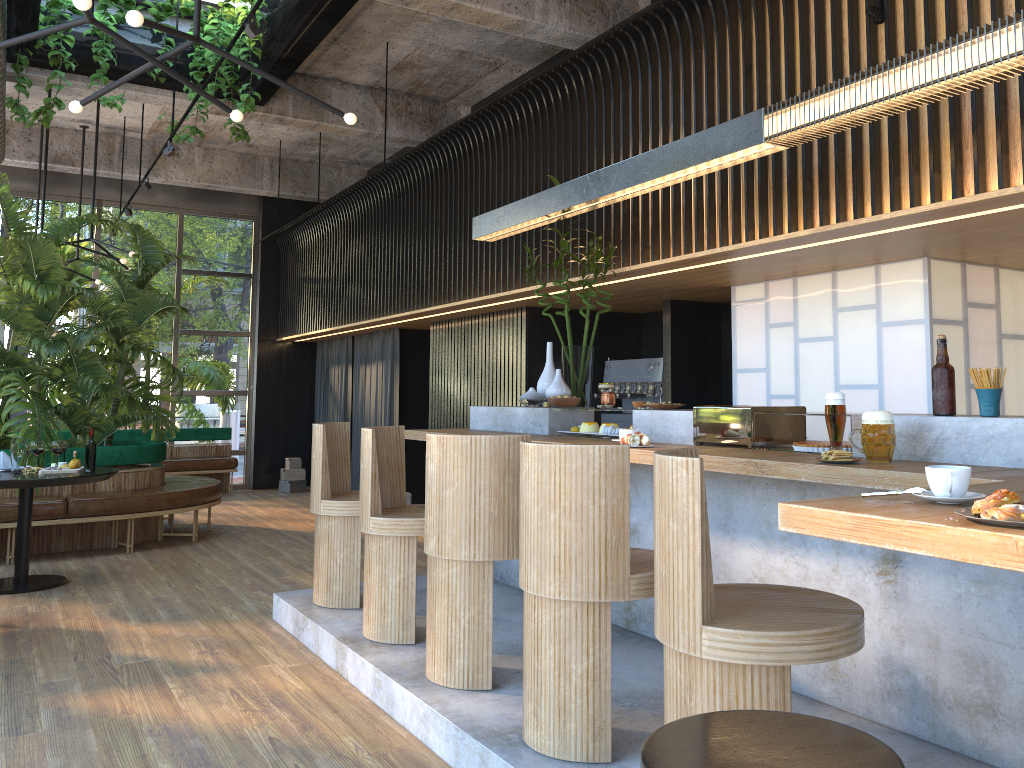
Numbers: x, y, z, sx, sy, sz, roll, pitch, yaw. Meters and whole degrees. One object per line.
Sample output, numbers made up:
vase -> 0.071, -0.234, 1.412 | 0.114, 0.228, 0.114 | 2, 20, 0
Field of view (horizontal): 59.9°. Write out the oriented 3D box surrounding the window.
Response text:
window -> -0.663, -1.944, 2.952 | 4.322, 6.529, 19.413 | 2, -2, -30

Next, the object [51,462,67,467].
object -> -3.144, 0.569, 6.246 | 0.201, 0.038, 0.061 | 0, -2, 2

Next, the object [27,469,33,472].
object -> -3.305, 0.596, 6.089 | 0.034, 0.019, 0.036 | 1, -2, -18

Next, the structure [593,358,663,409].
structure -> 1.091, 0.563, 7.454 | 0.572, 1.603, 0.800 | 3, -5, -30

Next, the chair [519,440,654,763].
chair -> 0.298, 0.679, 3.006 | 0.532, 0.974, 0.560 | -1, -4, 19

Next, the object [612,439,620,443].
object -> 0.535, 0.263, 4.042 | 0.167, 0.020, 0.153 | 0, -1, -34

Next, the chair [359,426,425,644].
chair -> -0.459, 0.697, 4.296 | 0.523, 0.974, 0.569 | -3, -5, 34

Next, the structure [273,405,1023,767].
structure -> 2.847, 0.453, 3.936 | 6.094, 1.738, 6.798 | 1, -1, -31

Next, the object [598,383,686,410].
object -> 0.600, 0.060, 4.594 | 0.219, 0.135, 0.770 | 1, -1, -23

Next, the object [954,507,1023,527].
object -> 0.889, 0.234, 1.555 | 0.205, 0.013, 0.206 | 0, -1, 5

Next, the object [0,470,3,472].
object -> -3.538, 0.539, 5.928 | 0.221, 0.139, 0.243 | -2, -3, 43

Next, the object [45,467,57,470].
object -> -3.162, 0.579, 6.120 | 0.106, 0.013, 0.212 | 0, -1, -25

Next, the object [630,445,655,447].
object -> 0.531, 0.267, 3.825 | 0.172, 0.005, 0.161 | 0, -1, -19

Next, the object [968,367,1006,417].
object -> 1.545, 0.025, 2.879 | 0.108, 0.162, 0.102 | 0, -4, 4

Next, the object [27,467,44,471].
object -> -3.317, 0.592, 6.185 | 0.102, 0.028, 0.123 | 0, -1, -16

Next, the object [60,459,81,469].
object -> -3.069, 0.554, 6.179 | 0.163, 0.065, 0.098 | -1, -2, 29

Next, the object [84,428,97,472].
object -> -2.911, 0.455, 6.136 | 0.070, 0.301, 0.066 | 2, -5, -14

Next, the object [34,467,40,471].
object -> -3.282, 0.590, 6.135 | 0.034, 0.032, 0.036 | 2, -3, -33

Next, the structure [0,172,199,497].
structure -> -4.256, -0.279, 8.144 | 2.542, 3.455, 2.536 | -3, -5, 44

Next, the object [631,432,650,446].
object -> 0.542, 0.238, 3.839 | 0.126, 0.060, 0.072 | -1, -3, 28

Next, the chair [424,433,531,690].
chair -> -0.087, 0.689, 3.683 | 0.555, 0.974, 0.536 | 1, -4, -7

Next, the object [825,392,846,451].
object -> 1.153, 0.144, 3.160 | 0.074, 0.233, 0.074 | 0, -5, 2

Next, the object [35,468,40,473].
object -> -3.240, 0.589, 6.059 | 0.033, 0.031, 0.038 | 0, -3, -5

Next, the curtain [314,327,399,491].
curtain -> -2.012, 0.381, 11.093 | 0.127, 2.070, 3.122 | 3, -3, -30

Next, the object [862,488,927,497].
object -> 0.809, 0.231, 1.882 | 0.130, 0.027, 0.030 | -1, -3, 36

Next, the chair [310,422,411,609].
chair -> -0.843, 0.706, 4.968 | 0.565, 0.974, 0.526 | 2, -4, -21

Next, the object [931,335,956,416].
object -> 1.469, -0.031, 3.025 | 0.074, 0.278, 0.075 | 0, -5, 5

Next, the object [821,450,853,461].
object -> 1.068, 0.236, 2.906 | 0.096, 0.041, 0.141 | 0, -1, 4

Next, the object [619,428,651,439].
object -> 0.554, 0.235, 4.054 | 0.106, 0.064, 0.138 | -2, -2, 39

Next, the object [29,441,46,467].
object -> -3.375, 0.507, 6.304 | 0.107, 0.202, 0.097 | 4, -6, -42

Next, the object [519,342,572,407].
object -> 0.227, -0.059, 5.347 | 0.311, 0.399, 0.323 | -1, -4, 18

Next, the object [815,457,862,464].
object -> 1.066, 0.251, 2.902 | 0.144, 0.013, 0.155 | -1, -1, 31

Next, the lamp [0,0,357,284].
lamp -> 0.390, -2.213, 3.905 | 5.310, 1.832, 18.027 | 1, -1, -30

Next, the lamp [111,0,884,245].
lamp -> -2.541, -2.330, 6.927 | 3.951, 1.538, 9.573 | 1, -1, -33

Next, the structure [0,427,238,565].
structure -> 0.301, 0.543, 3.346 | 6.295, 1.556, 19.182 | 1, -1, -30

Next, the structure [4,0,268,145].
structure -> -2.976, -2.723, 7.511 | 2.185, 1.525, 1.397 | 0, -3, -2

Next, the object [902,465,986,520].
object -> 0.862, 0.206, 1.693 | 0.181, 0.073, 0.417 | 0, -1, 6

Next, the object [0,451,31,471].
object -> -3.540, 0.544, 6.291 | 0.221, 0.139, 0.243 | -2, -3, 43

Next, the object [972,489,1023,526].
object -> 0.896, 0.215, 1.553 | 0.160, 0.053, 0.156 | 0, -1, 14

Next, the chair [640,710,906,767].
chair -> 0.409, 0.941, 1.387 | 0.537, 0.700, 0.489 | 3, -4, -35

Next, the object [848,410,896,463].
object -> 1.203, 0.172, 2.943 | 0.116, 0.172, 0.131 | 3, -5, -37

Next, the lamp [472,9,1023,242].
lamp -> 2.455, -2.067, 4.079 | 5.193, 2.143, 6.427 | 1, -2, -37

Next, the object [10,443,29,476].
object -> -3.229, 0.497, 5.820 | 0.105, 0.210, 0.105 | 0, -4, 4

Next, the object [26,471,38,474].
object -> -3.253, 0.598, 6.005 | 0.064, 0.013, 0.141 | 1, -1, -36

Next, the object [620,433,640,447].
object -> 0.503, 0.238, 3.798 | 0.063, 0.059, 0.070 | 3, -4, -40

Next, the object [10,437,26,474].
object -> -3.316, 0.480, 5.957 | 0.088, 0.246, 0.096 | -4, -6, 42

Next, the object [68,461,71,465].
object -> -3.139, 0.572, 6.359 | 0.060, 0.072, 0.201 | 3, -3, -40

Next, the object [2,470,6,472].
object -> -3.657, 0.597, 6.129 | 0.248, 0.019, 0.161 | 0, -1, 19

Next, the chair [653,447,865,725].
chair -> 0.653, 0.671, 2.360 | 0.534, 0.974, 0.557 | -1, -4, 16

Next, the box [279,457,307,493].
box -> -2.907, 1.205, 11.789 | 0.346, 0.444, 0.267 | 3, -5, -42

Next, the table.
table -> -3.296, 0.981, 5.997 | 1.057, 0.754, 1.138 | -1, -2, 28

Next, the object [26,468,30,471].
object -> -3.377, 0.594, 6.179 | 0.025, 0.025, 0.045 | 1, -2, -11

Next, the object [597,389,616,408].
object -> 0.511, 0.078, 4.824 | 0.088, 0.107, 0.156 | -1, -2, 16

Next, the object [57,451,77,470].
object -> -3.051, 0.523, 6.091 | 0.095, 0.124, 0.145 | -3, -4, 41

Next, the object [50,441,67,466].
object -> -3.240, 0.508, 6.340 | 0.107, 0.202, 0.097 | 4, -6, -42

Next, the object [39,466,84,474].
object -> -3.114, 0.596, 6.153 | 0.247, 0.019, 0.340 | 0, -1, -20

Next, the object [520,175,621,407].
object -> 0.386, -0.486, 5.462 | 0.667, 1.558, 0.587 | 0, -5, 8

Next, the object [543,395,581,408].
object -> 0.281, 0.098, 5.095 | 0.198, 0.073, 0.220 | 0, -1, -11
